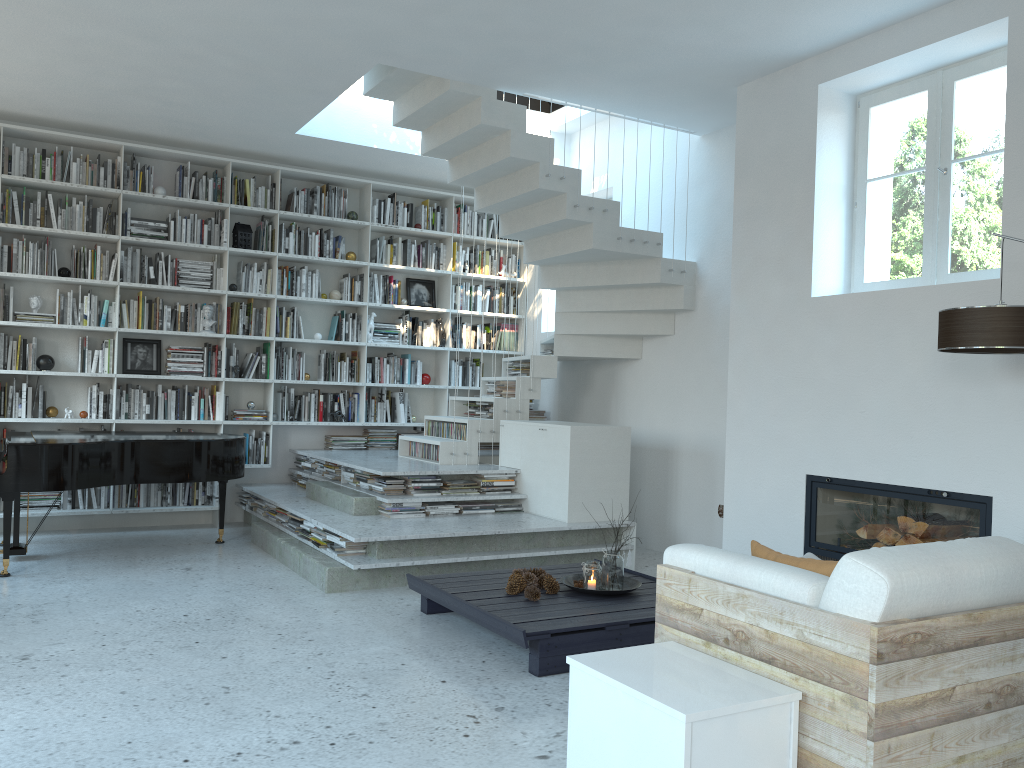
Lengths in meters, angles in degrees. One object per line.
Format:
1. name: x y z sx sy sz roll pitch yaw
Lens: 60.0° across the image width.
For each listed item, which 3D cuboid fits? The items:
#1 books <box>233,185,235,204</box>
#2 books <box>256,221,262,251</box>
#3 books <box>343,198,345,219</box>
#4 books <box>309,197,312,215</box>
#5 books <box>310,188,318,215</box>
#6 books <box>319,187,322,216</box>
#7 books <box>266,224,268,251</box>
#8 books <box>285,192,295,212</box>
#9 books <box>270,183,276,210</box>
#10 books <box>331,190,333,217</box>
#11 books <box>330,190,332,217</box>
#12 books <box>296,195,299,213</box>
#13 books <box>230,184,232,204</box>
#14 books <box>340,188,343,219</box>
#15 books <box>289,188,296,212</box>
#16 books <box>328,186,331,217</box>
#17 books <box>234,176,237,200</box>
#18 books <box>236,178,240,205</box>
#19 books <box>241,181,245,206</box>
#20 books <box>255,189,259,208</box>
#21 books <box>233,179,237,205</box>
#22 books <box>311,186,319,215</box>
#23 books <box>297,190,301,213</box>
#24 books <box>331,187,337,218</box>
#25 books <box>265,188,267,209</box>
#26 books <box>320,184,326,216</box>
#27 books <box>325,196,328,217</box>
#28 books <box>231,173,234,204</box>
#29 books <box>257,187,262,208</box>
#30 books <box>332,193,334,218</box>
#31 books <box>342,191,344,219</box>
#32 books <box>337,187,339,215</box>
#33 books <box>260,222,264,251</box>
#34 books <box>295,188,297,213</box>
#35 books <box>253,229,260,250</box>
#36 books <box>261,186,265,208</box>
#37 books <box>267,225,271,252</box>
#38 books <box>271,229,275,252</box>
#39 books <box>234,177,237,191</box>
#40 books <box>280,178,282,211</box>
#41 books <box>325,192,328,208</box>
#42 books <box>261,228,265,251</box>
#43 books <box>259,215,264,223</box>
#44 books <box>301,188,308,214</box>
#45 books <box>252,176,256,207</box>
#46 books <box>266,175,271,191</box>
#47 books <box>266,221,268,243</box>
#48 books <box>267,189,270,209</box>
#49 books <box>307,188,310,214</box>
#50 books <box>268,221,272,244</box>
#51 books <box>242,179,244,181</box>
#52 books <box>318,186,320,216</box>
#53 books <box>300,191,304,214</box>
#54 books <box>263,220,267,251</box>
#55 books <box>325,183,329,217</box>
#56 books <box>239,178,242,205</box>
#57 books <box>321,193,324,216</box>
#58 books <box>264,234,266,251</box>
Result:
1. books: -2.437 -1.617 7.704 0.015 0.192 0.160 2 0 -30
2. books: -2.232 -1.283 7.797 0.021 0.272 0.190 2 0 -30
3. books: -1.581 -1.595 8.192 0.018 0.214 0.157 2 0 -30
4. books: -1.855 -1.593 8.059 0.031 0.190 0.132 2 0 -30
5. books: -1.808 -1.626 8.038 0.028 0.258 0.184 2 0 -30
6. books: -1.767 -1.637 8.096 0.007 0.285 0.159 2 0 -30
7. books: -2.187 -1.272 7.842 0.005 0.255 0.158 2 0 -30
8. books: -1.995 -1.606 7.939 0.046 0.206 0.183 2 0 -30
9. books: -2.135 -1.636 7.854 0.029 0.253 0.186 2 0 -30
10. books: -1.678 -1.629 8.138 0.008 0.275 0.163 2 0 -30
11. books: -1.688 -1.632 8.136 0.012 0.280 0.144 2 0 -30
12. books: -1.951 -1.594 7.981 0.009 0.183 0.160 2 0 -30
13. books: -2.462 -1.624 7.702 0.016 0.204 0.143 2 0 -30
14. books: -1.597 -1.637 8.174 0.013 0.297 0.188 2 0 -30
15. books: -1.974 -1.625 7.958 0.009 0.244 0.173 2 0 -30
16. books: -1.691 -1.642 8.102 0.015 0.299 0.183 2 0 -30
17. books: -2.416 -1.659 7.717 0.007 0.279 0.150 2 0 -30
18. books: -2.394 -1.650 7.719 0.034 0.261 0.157 2 0 -30
19. books: -2.361 -1.635 7.726 0.015 0.234 0.171 2 0 -30
20. books: -2.260 -1.604 7.789 0.022 0.180 0.173 2 0 -30
21. books: -2.414 -1.640 7.687 0.007 0.239 0.191 2 0 -30
22. books: -1.796 -1.642 8.071 0.024 0.292 0.167 2 0 -30
23. books: -1.935 -1.616 7.976 0.013 0.229 0.174 2 0 -30
24. books: -1.645 -1.644 8.145 0.008 0.307 0.182 2 0 -30
25. books: -2.200 -1.613 7.843 0.025 0.203 0.162 2 0 -30
26. books: -1.738 -1.650 8.097 0.006 0.312 0.179 2 0 -30
27. books: -1.721 -1.594 8.089 0.018 0.201 0.188 2 0 -30
28. books: -2.442 -1.670 7.692 0.007 0.298 0.181 2 0 -30
29. books: -2.240 -1.614 7.801 0.024 0.201 0.180 2 0 -30
30. books: -1.664 -1.617 8.145 0.024 0.252 0.149 2 0 -30
31. books: -1.585 -1.627 8.173 0.008 0.278 0.180 2 0 -30
32. books: -1.625 -1.650 8.190 0.008 0.321 0.133 2 0 -30
33. books: -2.225 -1.282 7.817 0.022 0.272 0.181 2 0 -30
34. books: -1.969 -1.625 7.971 0.011 0.244 0.172 2 0 -30
35. books: -2.256 -1.254 7.821 0.019 0.214 0.156 2 0 -30
36. books: -2.214 -1.619 7.812 0.031 0.213 0.169 2 0 -30
37. books: -2.161 -1.268 7.841 0.013 0.248 0.186 2 0 -30
38. books: -2.134 -1.250 7.856 0.008 0.214 0.223 2 0 -30
39. books: -2.416 -1.650 7.704 0.006 0.260 0.166 2 0 -30
40. books: -2.079 -1.659 7.885 0.019 0.304 0.176 2 0 -30
41. books: -1.717 -1.618 8.108 0.008 0.251 0.170 2 0 -30
42. books: -2.222 -1.254 7.836 0.024 0.217 0.168 2 0 -30
43. books: -2.224 -1.316 7.834 0.025 0.339 0.143 2 0 -30
44. books: -1.889 -1.627 8.016 0.030 0.255 0.161 2 0 -30
45. books: -2.274 -1.663 7.783 0.010 0.297 0.167 2 0 -30
46. books: -2.167 -1.675 7.872 0.012 0.329 0.128 2 0 -30
47. books: -2.192 -1.289 7.870 0.013 0.289 0.131 2 0 -30
48. books: -2.176 -1.608 7.848 0.022 0.194 0.181 2 0 -30
49. books: -1.868 -1.627 8.031 0.021 0.256 0.169 2 0 -30
50. books: -2.156 -1.290 7.882 0.005 0.292 0.130 2 0 -30
51. books: -2.369 -1.650 7.762 0.007 0.264 0.133 2 0 -30
52. books: -1.784 -1.643 8.092 0.017 0.295 0.139 2 0 -30
53. books: -1.915 -1.614 8.002 0.028 0.226 0.163 2 0 -30
54. books: -2.201 -1.290 7.823 0.021 0.288 0.179 2 0 -30
55. books: -1.709 -1.657 8.111 0.007 0.329 0.183 2 0 -30
56. books: -2.379 -1.649 7.736 0.008 0.262 0.142 2 0 -30
57. books: -1.747 -1.610 8.086 0.018 0.231 0.160 2 0 -30
58. books: -2.200 -1.251 7.846 0.013 0.210 0.140 2 0 -30
